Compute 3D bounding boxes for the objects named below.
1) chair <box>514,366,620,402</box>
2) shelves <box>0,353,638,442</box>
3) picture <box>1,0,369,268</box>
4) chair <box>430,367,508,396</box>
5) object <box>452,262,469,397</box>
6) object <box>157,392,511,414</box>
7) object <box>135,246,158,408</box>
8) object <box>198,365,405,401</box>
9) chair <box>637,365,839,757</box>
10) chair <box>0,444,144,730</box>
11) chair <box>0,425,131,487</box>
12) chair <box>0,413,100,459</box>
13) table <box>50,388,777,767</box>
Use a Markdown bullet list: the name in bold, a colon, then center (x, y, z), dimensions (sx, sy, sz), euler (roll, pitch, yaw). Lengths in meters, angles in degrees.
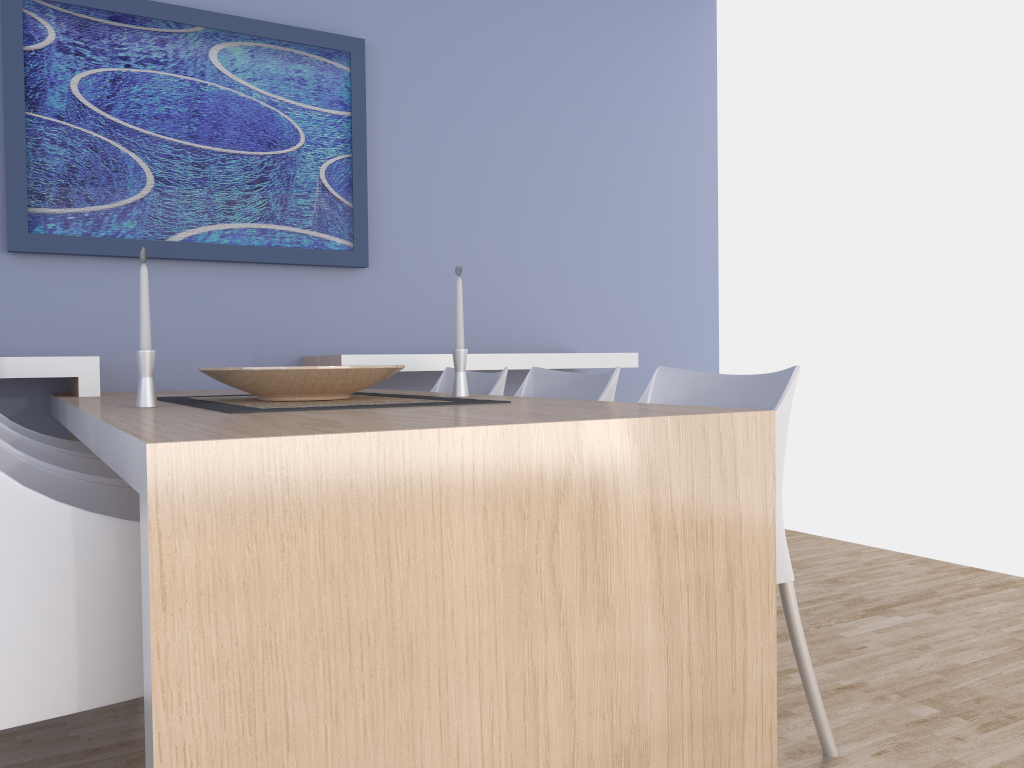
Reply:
- **chair**: center (0.030, 0.351, 2.407), dimensions (0.486, 0.793, 0.510), euler (-1, 2, -29)
- **shelves**: center (-1.269, 0.330, 2.965), dimensions (3.901, 0.840, 0.463), euler (-2, 2, -30)
- **picture**: center (-1.131, -0.902, 3.233), dimensions (1.252, 0.901, 0.049), euler (-2, 2, -30)
- **chair**: center (-0.263, 0.342, 2.916), dimensions (0.486, 0.793, 0.510), euler (-2, 2, -30)
- **object**: center (-0.136, -0.142, 2.299), dimensions (0.045, 0.349, 0.045), euler (-2, 2, -30)
- **object**: center (-0.507, 0.039, 2.190), dimensions (0.594, 0.005, 0.986), euler (-2, 2, -30)
- **object**: center (-0.794, -0.124, 1.920), dimensions (0.045, 0.349, 0.045), euler (0, 1, 12)
- **object**: center (-0.512, -0.003, 2.189), dimensions (0.493, 0.081, 0.493), euler (-1, 1, -11)
- **chair**: center (0.327, 0.359, 1.891), dimensions (0.486, 0.793, 0.510), euler (-2, 2, -30)
- **chair**: center (-0.667, 0.386, 1.318), dimensions (0.486, 0.793, 0.510), euler (-2, 2, -30)
- **chair**: center (-0.954, 0.378, 1.816), dimensions (0.486, 0.793, 0.510), euler (-2, 2, -30)
- **chair**: center (-1.240, 0.369, 2.314), dimensions (0.486, 0.793, 0.510), euler (-2, 2, -30)
- **table**: center (-0.564, 0.398, 2.287), dimensions (1.002, 0.718, 2.340), euler (-2, 2, -30)
